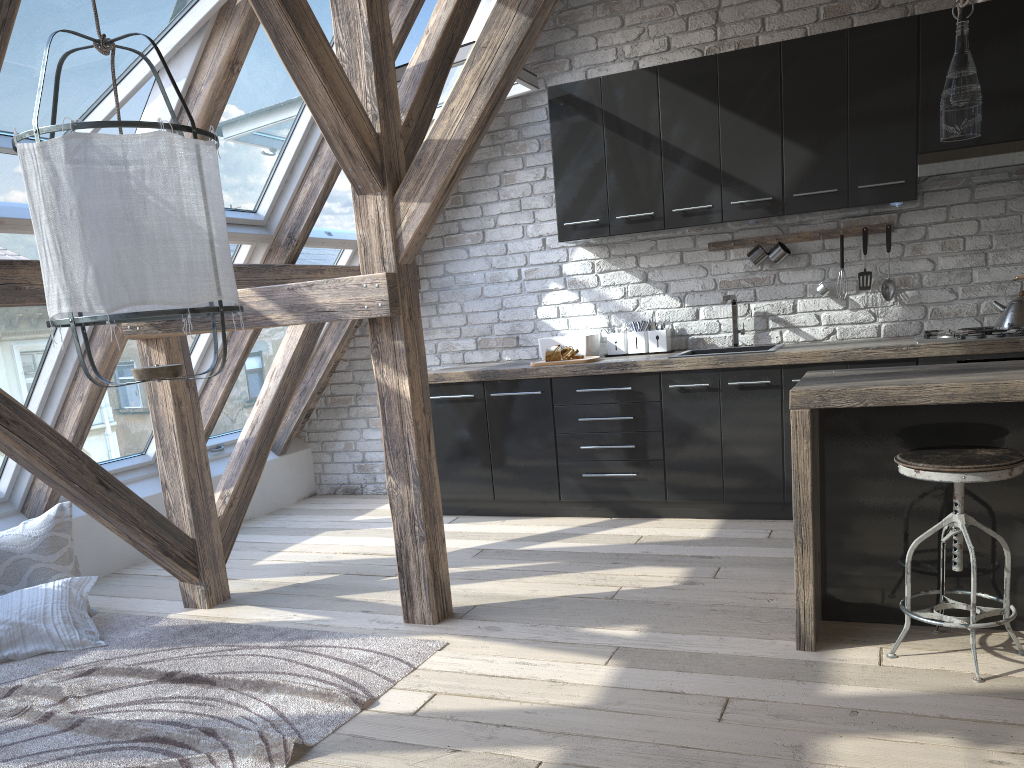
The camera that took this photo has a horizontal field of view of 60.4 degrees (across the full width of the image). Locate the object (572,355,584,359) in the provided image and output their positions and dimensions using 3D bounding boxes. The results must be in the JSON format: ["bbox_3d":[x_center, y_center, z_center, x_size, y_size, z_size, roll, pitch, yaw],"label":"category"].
[{"bbox_3d":[0.365,-0.147,4.844,0.068,0.017,0.076,-5,5,1],"label":"object"}]

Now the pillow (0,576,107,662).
[{"bbox_3d":[-1.944,0.961,3.549,0.532,0.247,0.470,-8,7,-25],"label":"pillow"}]

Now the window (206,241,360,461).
[{"bbox_3d":[-1.453,-0.202,5.184,1.097,1.305,0.837,-1,10,23],"label":"window"}]

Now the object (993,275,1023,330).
[{"bbox_3d":[2.325,-0.376,4.018,0.222,0.240,0.217,-3,9,13],"label":"object"}]

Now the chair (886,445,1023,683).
[{"bbox_3d":[1.347,0.522,2.659,0.350,0.650,0.350,-11,12,-32],"label":"chair"}]

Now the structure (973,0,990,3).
[{"bbox_3d":[2.516,-2.359,3.733,0.983,1.313,0.166,-1,12,23],"label":"structure"}]

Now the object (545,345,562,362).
[{"bbox_3d":[0.224,-0.169,4.833,0.090,0.089,0.084,-5,8,1],"label":"object"}]

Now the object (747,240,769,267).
[{"bbox_3d":[1.309,-0.695,4.681,0.117,0.142,0.091,-1,10,25],"label":"object"}]

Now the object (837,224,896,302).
[{"bbox_3d":[1.798,-0.602,4.468,0.282,0.390,0.068,-1,12,23],"label":"object"}]

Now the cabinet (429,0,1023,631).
[{"bbox_3d":[1.185,-0.508,3.709,4.218,2.563,2.048,-2,9,23],"label":"cabinet"}]

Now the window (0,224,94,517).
[{"bbox_3d":[-2.167,0.001,3.539,1.097,1.305,0.837,-1,10,23],"label":"window"}]

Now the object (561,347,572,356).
[{"bbox_3d":[0.303,-0.170,4.880,0.074,0.068,0.077,-6,8,-4],"label":"object"}]

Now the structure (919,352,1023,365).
[{"bbox_3d":[2.257,0.132,4.203,0.588,0.602,0.572,-1,9,23],"label":"structure"}]

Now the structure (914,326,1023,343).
[{"bbox_3d":[2.233,-0.242,4.145,0.606,0.032,0.487,-3,5,24],"label":"structure"}]

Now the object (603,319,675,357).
[{"bbox_3d":[0.726,-0.270,4.997,0.405,0.205,0.144,-2,10,25],"label":"object"}]

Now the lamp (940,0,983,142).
[{"bbox_3d":[1.197,-1.335,2.322,0.108,1.317,0.220,1,13,25],"label":"lamp"}]

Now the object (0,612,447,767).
[{"bbox_3d":[-1.857,1.138,2.232,2.189,0.058,3.126,-3,5,24],"label":"object"}]

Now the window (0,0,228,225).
[{"bbox_3d":[-1.400,-1.232,2.918,1.407,1.304,0.837,-2,10,23],"label":"window"}]

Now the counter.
[{"bbox_3d":[1.042,0.336,3.897,3.815,0.870,2.198,-3,6,23],"label":"counter"}]

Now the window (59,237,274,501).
[{"bbox_3d":[-1.810,-0.100,4.362,1.097,1.305,0.837,-1,10,23],"label":"window"}]

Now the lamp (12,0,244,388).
[{"bbox_3d":[-0.859,-0.949,1.757,0.404,1.937,0.394,-10,12,-25],"label":"lamp"}]

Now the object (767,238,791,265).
[{"bbox_3d":[1.406,-0.699,4.630,0.117,0.142,0.091,3,12,40],"label":"object"}]

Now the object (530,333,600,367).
[{"bbox_3d":[0.319,-0.198,4.977,0.382,0.136,0.578,-4,5,12],"label":"object"}]

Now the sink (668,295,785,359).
[{"bbox_3d":[1.134,-0.202,4.615,0.526,0.527,0.503,-1,9,23],"label":"sink"}]

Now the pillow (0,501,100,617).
[{"bbox_3d":[-2.302,0.853,3.527,0.501,0.545,1.133,0,8,29],"label":"pillow"}]

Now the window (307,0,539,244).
[{"bbox_3d":[-0.698,-1.435,4.568,1.522,1.304,0.837,-2,10,23],"label":"window"}]

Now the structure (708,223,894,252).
[{"bbox_3d":[1.489,-0.767,4.603,0.933,0.047,0.079,-3,7,23],"label":"structure"}]

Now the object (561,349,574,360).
[{"bbox_3d":[0.308,-0.161,4.824,0.072,0.059,0.082,-5,7,-1],"label":"object"}]

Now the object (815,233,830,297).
[{"bbox_3d":[1.614,-0.618,4.576,0.071,0.333,0.064,0,12,23],"label":"object"}]

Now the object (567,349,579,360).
[{"bbox_3d":[0.334,-0.163,4.835,0.073,0.056,0.081,-5,7,0],"label":"object"}]

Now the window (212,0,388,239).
[{"bbox_3d":[-0.998,-1.336,3.721,1.097,1.305,0.837,-1,10,23],"label":"window"}]

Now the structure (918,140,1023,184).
[{"bbox_3d":[2.208,-1.039,4.080,0.600,0.106,0.361,-3,6,23],"label":"structure"}]
